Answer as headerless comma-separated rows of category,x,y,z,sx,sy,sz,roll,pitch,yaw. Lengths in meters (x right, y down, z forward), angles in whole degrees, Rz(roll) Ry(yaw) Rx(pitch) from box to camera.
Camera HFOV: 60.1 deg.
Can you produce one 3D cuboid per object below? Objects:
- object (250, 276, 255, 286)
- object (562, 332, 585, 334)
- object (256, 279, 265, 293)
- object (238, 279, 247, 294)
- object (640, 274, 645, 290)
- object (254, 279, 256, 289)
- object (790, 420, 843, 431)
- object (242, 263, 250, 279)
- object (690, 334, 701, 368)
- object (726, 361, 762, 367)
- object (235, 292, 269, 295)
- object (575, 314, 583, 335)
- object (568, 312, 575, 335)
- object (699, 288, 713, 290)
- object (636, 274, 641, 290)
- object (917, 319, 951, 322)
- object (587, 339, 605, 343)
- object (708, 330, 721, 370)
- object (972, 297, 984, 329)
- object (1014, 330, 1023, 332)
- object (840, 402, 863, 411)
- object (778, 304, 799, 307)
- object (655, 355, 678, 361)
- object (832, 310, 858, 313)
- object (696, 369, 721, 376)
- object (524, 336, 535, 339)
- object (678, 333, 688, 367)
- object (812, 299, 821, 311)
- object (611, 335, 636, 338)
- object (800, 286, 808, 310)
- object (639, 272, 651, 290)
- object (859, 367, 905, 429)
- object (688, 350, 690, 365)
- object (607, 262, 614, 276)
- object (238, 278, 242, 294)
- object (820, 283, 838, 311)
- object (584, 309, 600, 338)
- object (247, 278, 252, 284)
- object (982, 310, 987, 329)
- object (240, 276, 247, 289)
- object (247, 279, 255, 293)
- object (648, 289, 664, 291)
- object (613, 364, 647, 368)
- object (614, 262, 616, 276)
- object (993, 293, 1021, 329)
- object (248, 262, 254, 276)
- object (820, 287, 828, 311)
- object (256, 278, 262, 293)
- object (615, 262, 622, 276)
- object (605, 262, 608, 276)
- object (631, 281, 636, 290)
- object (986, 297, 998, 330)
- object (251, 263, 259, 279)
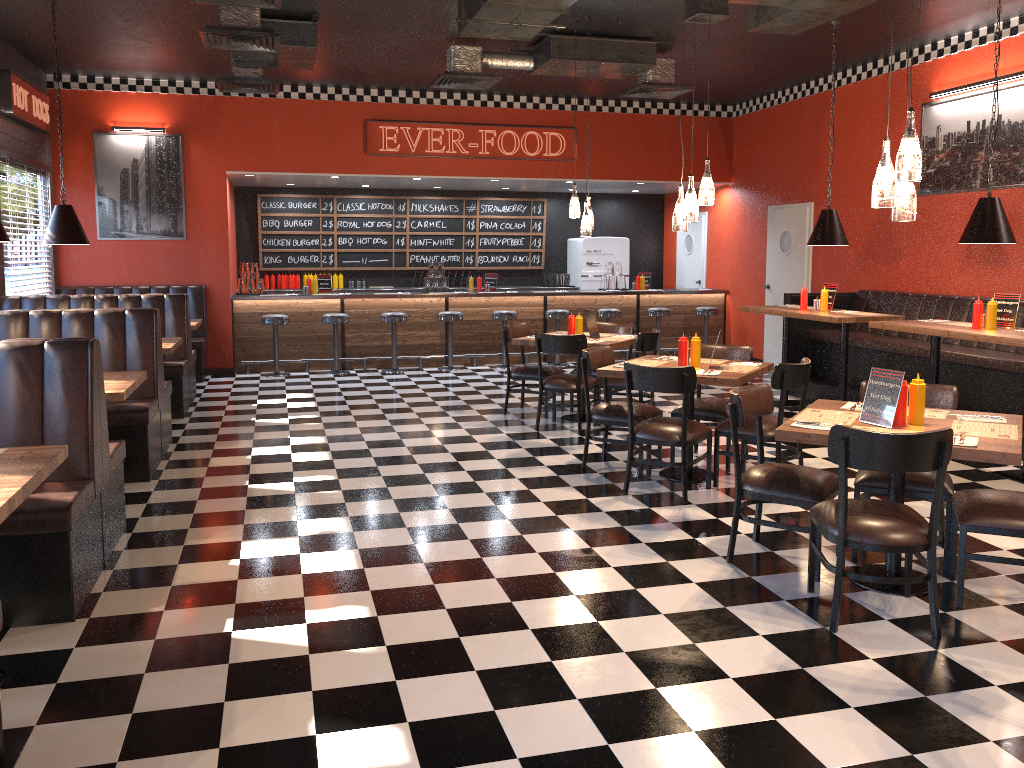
object,-3.887,-1.509,13.213,0.105,0.208,0.106,-4,8,-30
object,0.588,-0.504,8.654,0.158,0.019,0.256,5,10,33
object,-3.353,-1.299,11.805,0.105,0.208,0.106,-4,8,-30
object,-3.581,-1.293,11.763,0.105,0.208,0.106,-4,8,-30
object,1.942,-1.517,13.176,0.068,0.237,0.068,6,9,44
object,-3.936,-1.543,13.441,0.105,0.208,0.106,-4,8,-30
object,1.410,0.187,4.034,0.255,0.019,0.158,5,10,33
object,-3.531,-1.501,11.754,0.105,0.208,0.106,-4,8,-30
object,1.266,-0.234,6.107,0.068,0.237,0.068,-1,6,-10
object,1.629,-0.147,6.265,0.255,0.019,0.158,5,10,31
object,-3.473,-1.209,11.853,0.437,0.018,0.274,-2,9,-15
object,0.614,-0.534,8.118,0.068,0.237,0.068,0,6,0
object,0.550,-0.545,8.185,0.068,0.237,0.068,3,7,28
object,2.898,-1.420,13.268,0.157,0.019,0.256,-1,9,-5
object,1.869,-1.508,13.117,0.068,0.237,0.068,2,6,16
object,3.445,-0.523,7.264,0.255,0.019,0.158,-3,9,-18
object,0.729,-0.383,7.846,0.157,0.019,0.256,5,10,30
object,1.388,-0.238,6.069,0.072,0.256,0.189,2,7,15
object,3.435,-0.524,6.531,0.068,0.237,0.068,1,6,5
object,3.718,-0.385,6.341,0.255,0.019,0.158,-3,9,-18
object,1.773,0.113,4.524,0.158,0.019,0.256,5,10,32
object,2.888,-0.823,9.270,0.255,0.019,0.158,-3,9,-18
object,1.154,-0.195,6.586,0.158,0.019,0.256,5,10,32
object,3.128,-0.685,8.346,0.255,0.019,0.158,-3,9,-18
object,1.289,-0.081,5.823,0.157,0.019,0.256,4,9,23
object,0.252,-0.434,8.191,0.255,0.019,0.158,6,10,34
object,1.175,-0.231,6.085,0.068,0.237,0.068,-1,6,-10
object,2.963,-0.781,8.599,0.047,0.135,0.094,-3,7,-24
object,1.023,-0.451,8.304,0.255,0.019,0.158,4,9,24
object,2.853,-0.842,8.656,0.068,0.237,0.068,-5,8,-40
object,1.990,-1.547,13.308,0.188,0.256,0.072,3,7,20
object,1.696,0.062,4.063,0.072,0.256,0.189,-3,7,-25
object,1.213,-0.196,6.200,0.047,0.135,0.094,4,8,35
object,1.460,-1.700,13.081,0.105,0.208,0.106,4,8,30
object,-3.622,-1.308,11.866,0.105,0.208,0.106,-4,8,-30
object,3.089,-0.852,8.662,0.072,0.256,0.189,-3,7,-23
object,0.744,-0.563,8.245,0.072,0.256,0.189,-3,7,-25
object,-3.508,-1.311,11.884,0.105,0.208,0.106,-4,8,-30
object,3.520,-0.480,6.584,0.047,0.135,0.094,-3,7,-25
object,-3.998,-1.503,13.172,0.105,0.208,0.106,-4,8,-30
object,-3.473,-1.295,11.781,0.105,0.208,0.106,-4,8,-30
object,2.114,-1.389,13.060,0.157,0.019,0.256,-3,9,-20
object,0.838,-0.127,6.129,0.255,0.019,0.158,5,10,29
object,1.542,-1.718,13.206,0.105,0.208,0.106,4,8,30
object,3.664,-0.543,6.592,0.072,0.256,0.189,-4,8,-35
object,-3.901,-1.724,13.247,0.105,0.208,0.106,-4,8,-30
object,2.990,-0.815,8.480,0.068,0.237,0.068,-5,8,-40
object,-3.393,-1.315,11.915,0.105,0.208,0.106,-4,8,-30
object,1.577,-1.703,13.100,0.105,0.208,0.106,4,8,30
object,1.432,-1.713,13.168,0.105,0.208,0.106,4,8,30
object,1.829,-1.470,13.211,0.094,0.135,0.047,-2,7,-20
object,3.500,-0.514,6.464,0.068,0.237,0.068,-1,6,-6
object,-3.415,-1.504,11.773,0.105,0.208,0.106,-4,8,-30
